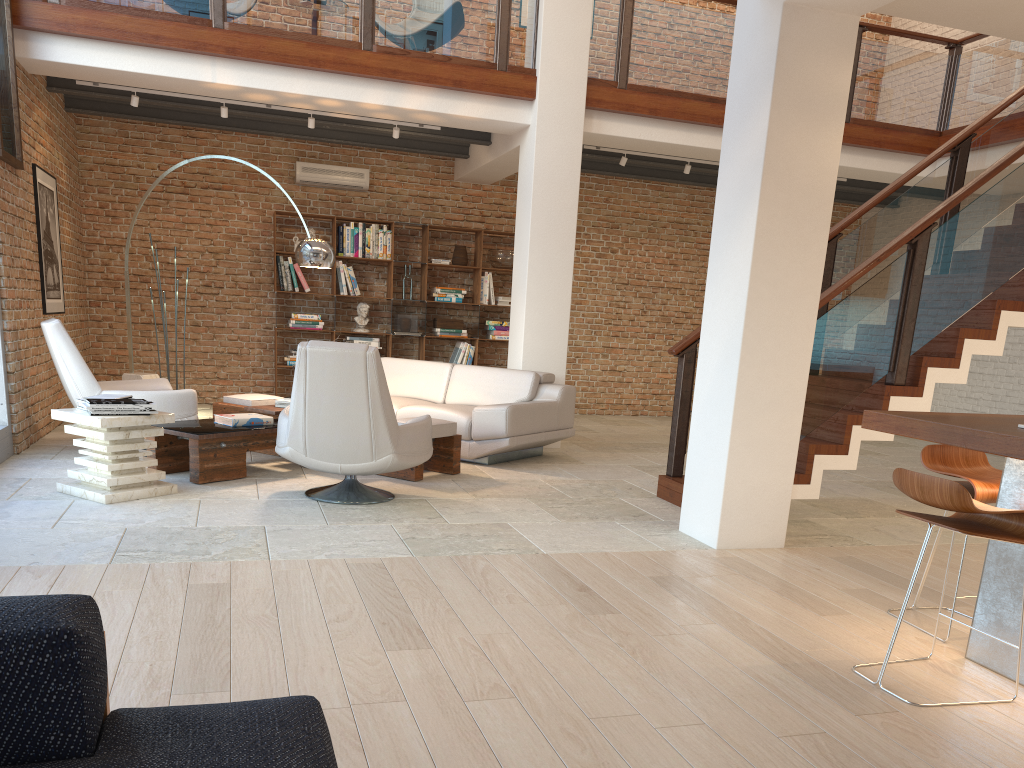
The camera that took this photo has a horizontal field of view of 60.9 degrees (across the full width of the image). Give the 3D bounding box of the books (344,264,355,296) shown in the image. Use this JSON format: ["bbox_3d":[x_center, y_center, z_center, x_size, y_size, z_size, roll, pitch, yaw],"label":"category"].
[{"bbox_3d":[-1.910,-1.210,10.172,0.124,0.360,0.262,-1,11,-18],"label":"books"}]

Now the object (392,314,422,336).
[{"bbox_3d":[-1.271,-0.710,10.453,0.336,0.241,0.274,1,9,-18],"label":"object"}]

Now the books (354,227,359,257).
[{"bbox_3d":[-1.819,-1.629,10.089,0.055,0.341,0.246,-1,11,-18],"label":"books"}]

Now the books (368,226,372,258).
[{"bbox_3d":[-1.654,-1.636,10.127,0.021,0.371,0.262,-1,12,-18],"label":"books"}]

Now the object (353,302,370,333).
[{"bbox_3d":[-1.776,-0.789,10.305,0.196,0.362,0.186,3,12,-2],"label":"object"}]

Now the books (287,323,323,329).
[{"bbox_3d":[-2.412,-0.678,10.139,0.379,0.038,0.237,2,5,-22],"label":"books"}]

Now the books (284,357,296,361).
[{"bbox_3d":[-2.481,-0.293,10.232,0.380,0.038,0.237,2,5,-18],"label":"books"}]

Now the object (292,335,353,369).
[{"bbox_3d":[-1.404,-0.076,6.767,0.310,0.627,0.535,15,15,42],"label":"object"}]

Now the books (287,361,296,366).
[{"bbox_3d":[-2.461,-0.245,10.243,0.327,0.057,0.247,3,5,-8],"label":"books"}]

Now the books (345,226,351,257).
[{"bbox_3d":[-1.903,-1.631,10.044,0.055,0.341,0.246,-1,11,-18],"label":"books"}]

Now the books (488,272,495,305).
[{"bbox_3d":[-0.278,-1.166,10.687,0.101,0.397,0.235,-1,12,-18],"label":"books"}]

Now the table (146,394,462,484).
[{"bbox_3d":[-1.747,0.402,6.630,2.175,0.443,1.939,7,6,33],"label":"table"}]

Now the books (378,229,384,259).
[{"bbox_3d":[-1.546,-1.618,10.159,0.055,0.341,0.246,-1,11,-18],"label":"books"}]

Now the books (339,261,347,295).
[{"bbox_3d":[-1.975,-1.227,10.127,0.103,0.396,0.235,-1,12,-18],"label":"books"}]

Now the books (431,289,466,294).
[{"bbox_3d":[-0.769,-1.118,10.516,0.379,0.038,0.237,2,5,-24],"label":"books"}]

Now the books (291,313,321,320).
[{"bbox_3d":[-2.393,-0.782,10.128,0.327,0.057,0.247,2,5,-15],"label":"books"}]

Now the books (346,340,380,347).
[{"bbox_3d":[-1.787,-0.488,10.397,0.379,0.067,0.237,2,5,-23],"label":"books"}]

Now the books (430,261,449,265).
[{"bbox_3d":[-0.862,-1.438,10.360,0.206,0.035,0.128,2,5,-18],"label":"books"}]

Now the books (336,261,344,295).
[{"bbox_3d":[-2.018,-1.232,10.137,0.101,0.397,0.235,-1,12,-18],"label":"books"}]

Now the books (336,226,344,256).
[{"bbox_3d":[-1.982,-1.635,10.037,0.055,0.341,0.246,-1,11,-18],"label":"books"}]

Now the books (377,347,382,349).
[{"bbox_3d":[-1.793,-0.443,10.388,0.444,0.021,0.264,2,5,-18],"label":"books"}]

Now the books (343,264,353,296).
[{"bbox_3d":[-1.928,-1.210,10.157,0.124,0.360,0.262,-1,11,-18],"label":"books"}]

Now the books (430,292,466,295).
[{"bbox_3d":[-0.775,-1.091,10.531,0.379,0.019,0.237,2,5,-25],"label":"books"}]

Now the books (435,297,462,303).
[{"bbox_3d":[-0.775,-1.017,10.552,0.327,0.057,0.247,3,5,-8],"label":"books"}]

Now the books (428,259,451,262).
[{"bbox_3d":[-0.868,-1.466,10.358,0.236,0.019,0.166,2,5,-25],"label":"books"}]

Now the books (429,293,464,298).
[{"bbox_3d":[-0.795,-1.065,10.542,0.380,0.038,0.237,2,5,-18],"label":"books"}]

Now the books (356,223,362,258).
[{"bbox_3d":[-1.766,-1.653,10.078,0.036,0.396,0.235,-1,12,-18],"label":"books"}]

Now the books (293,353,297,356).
[{"bbox_3d":[-2.468,-0.347,10.236,0.206,0.035,0.128,2,5,-18],"label":"books"}]

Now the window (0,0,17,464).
[{"bbox_3d":[-2.643,-2.374,2.168,0.647,6.605,11.958,-1,8,-18],"label":"window"}]

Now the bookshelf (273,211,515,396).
[{"bbox_3d":[-1.273,-0.760,10.457,3.034,2.276,0.351,1,14,-17],"label":"bookshelf"}]

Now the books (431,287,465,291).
[{"bbox_3d":[-0.776,-1.149,10.527,0.356,0.021,0.264,2,5,-19],"label":"books"}]

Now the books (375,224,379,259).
[{"bbox_3d":[-1.590,-1.647,10.144,0.036,0.396,0.235,-1,12,-18],"label":"books"}]

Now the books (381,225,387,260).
[{"bbox_3d":[-1.500,-1.644,10.172,0.036,0.396,0.235,-1,12,-18],"label":"books"}]

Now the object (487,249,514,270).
[{"bbox_3d":[-0.085,-1.506,10.621,0.434,0.226,0.426,6,7,24],"label":"object"}]

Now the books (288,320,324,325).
[{"bbox_3d":[-2.397,-0.714,10.127,0.379,0.038,0.237,2,5,-24],"label":"books"}]

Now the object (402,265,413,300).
[{"bbox_3d":[-1.235,-1.202,10.312,0.121,0.413,0.059,0,14,-14],"label":"object"}]

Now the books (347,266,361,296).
[{"bbox_3d":[-1.861,-1.198,10.175,0.158,0.340,0.246,-1,11,-18],"label":"books"}]

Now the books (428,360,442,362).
[{"bbox_3d":[-0.939,-0.265,10.723,0.132,0.035,0.200,1,5,-23],"label":"books"}]

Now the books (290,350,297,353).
[{"bbox_3d":[-2.474,-0.375,10.234,0.236,0.019,0.166,2,5,-25],"label":"books"}]

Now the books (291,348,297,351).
[{"bbox_3d":[-2.458,-0.399,10.211,0.252,0.018,0.157,2,5,-18],"label":"books"}]

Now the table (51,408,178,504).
[{"bbox_3d":[-2.427,0.420,5.342,0.488,0.521,0.485,9,11,32],"label":"table"}]

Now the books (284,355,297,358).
[{"bbox_3d":[-2.461,-0.319,10.221,0.379,0.019,0.237,2,5,-25],"label":"books"}]

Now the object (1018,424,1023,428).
[{"bbox_3d":[1.975,0.146,3.125,0.396,0.036,0.192,2,5,-14],"label":"object"}]

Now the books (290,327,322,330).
[{"bbox_3d":[-2.407,-0.649,10.155,0.356,0.021,0.264,2,5,-18],"label":"books"}]

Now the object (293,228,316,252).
[{"bbox_3d":[-2.348,-1.627,9.860,0.252,0.293,0.125,2,13,-10],"label":"object"}]

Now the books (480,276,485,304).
[{"bbox_3d":[-0.398,-1.142,10.634,0.055,0.341,0.246,-1,11,-18],"label":"books"}]

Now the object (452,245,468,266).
[{"bbox_3d":[-0.619,-1.529,10.407,0.190,0.241,0.189,9,12,29],"label":"object"}]

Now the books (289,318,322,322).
[{"bbox_3d":[-2.404,-0.744,10.137,0.356,0.021,0.264,2,5,-19],"label":"books"}]

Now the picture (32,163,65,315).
[{"bbox_3d":[-4.030,-1.221,7.602,0.027,1.236,0.881,-1,12,-18],"label":"picture"}]

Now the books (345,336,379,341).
[{"bbox_3d":[-1.788,-0.539,10.378,0.380,0.038,0.237,2,5,-18],"label":"books"}]
